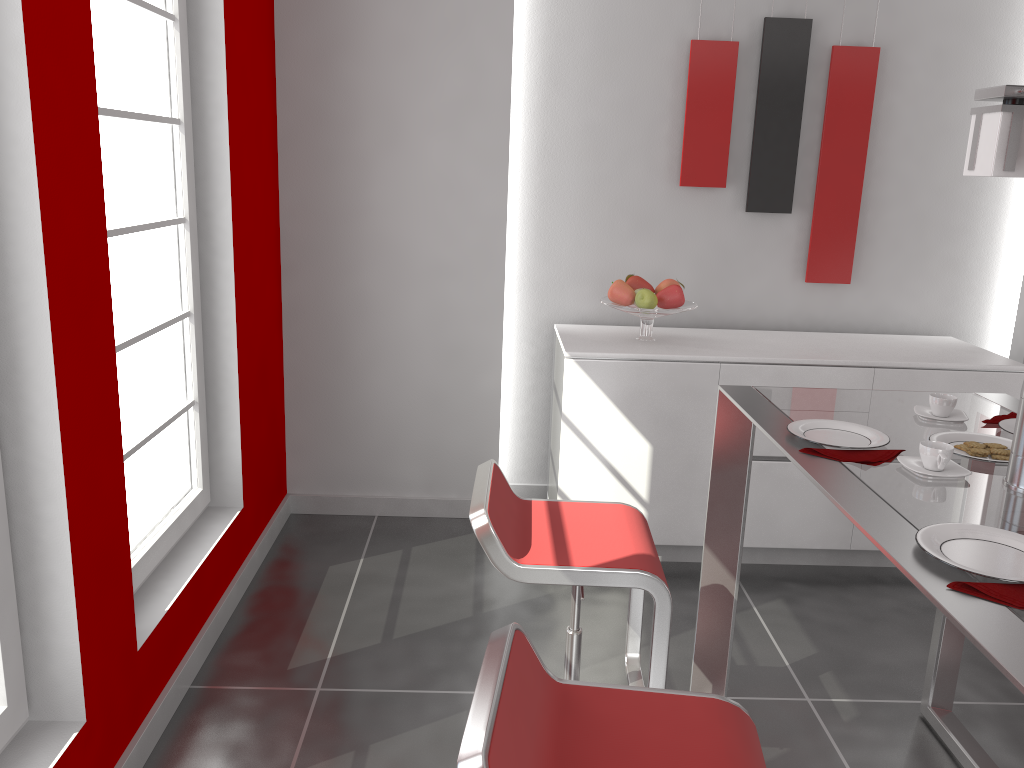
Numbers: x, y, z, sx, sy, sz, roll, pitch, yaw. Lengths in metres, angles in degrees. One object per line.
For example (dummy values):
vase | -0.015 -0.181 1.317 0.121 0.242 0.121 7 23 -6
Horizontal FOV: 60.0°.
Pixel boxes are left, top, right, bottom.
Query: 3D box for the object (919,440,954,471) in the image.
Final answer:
object | 0.837 0.146 1.759 0.062 0.049 0.078 13 17 37

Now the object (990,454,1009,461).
object | 1.026 0.153 1.862 0.036 0.006 0.034 7 15 19

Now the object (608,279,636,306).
object | 0.453 -0.375 3.642 0.117 0.105 0.096 9 16 27

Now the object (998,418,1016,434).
object | 1.238 0.116 2.038 0.217 0.015 0.217 12 17 34

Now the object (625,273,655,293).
object | 0.525 -0.408 3.735 0.117 0.129 0.150 -11 19 -43

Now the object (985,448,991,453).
object | 1.024 0.144 1.902 0.034 0.006 0.036 6 14 15

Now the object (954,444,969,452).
object | 0.981 0.138 1.919 0.034 0.006 0.036 -4 15 -22

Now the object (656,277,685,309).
object | 0.645 -0.369 3.599 0.117 0.133 0.097 -1 14 -12

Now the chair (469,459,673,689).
chair | 0.127 0.646 2.143 0.460 0.857 0.418 2 14 1

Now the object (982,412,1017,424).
object | 1.242 0.085 2.173 0.234 0.012 0.095 2 14 -1

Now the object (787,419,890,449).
object | 0.721 0.115 1.966 0.217 0.015 0.217 -5 15 -25

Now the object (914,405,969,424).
object | 1.049 0.077 2.171 0.119 0.016 0.119 7 15 18

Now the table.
table | 0.963 0.704 1.735 0.800 1.000 1.700 2 14 -2

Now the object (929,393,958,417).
object | 1.050 0.052 2.173 0.062 0.049 0.078 2 14 -2

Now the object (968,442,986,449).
object | 1.004 0.133 1.915 0.034 0.006 0.036 12 17 34

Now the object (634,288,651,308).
object | 0.538 -0.354 3.659 0.084 0.079 0.086 9 15 26

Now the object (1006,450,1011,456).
object | 1.059 0.147 1.893 0.034 0.006 0.036 2 14 -2

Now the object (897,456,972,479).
object | 0.841 0.168 1.771 0.119 0.016 0.119 1 14 -4

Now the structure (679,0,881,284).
structure | 1.143 -1.191 3.791 0.820 1.503 0.040 2 14 -2

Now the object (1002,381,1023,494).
object | 1.009 0.056 1.680 0.113 0.287 0.149 4 14 6

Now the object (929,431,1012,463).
object | 1.013 0.141 1.906 0.217 0.015 0.217 12 17 35

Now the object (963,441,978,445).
object | 1.014 0.133 1.944 0.034 0.006 0.036 -2 15 -17

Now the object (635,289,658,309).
object | 0.541 -0.336 3.530 0.100 0.086 0.083 -10 18 -41

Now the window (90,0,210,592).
window | -1.063 -0.446 2.541 0.117 2.038 0.938 2 14 -2

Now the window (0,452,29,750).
window | -1.038 -0.134 1.279 0.117 2.038 0.938 2 14 -2

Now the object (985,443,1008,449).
object | 1.047 0.134 1.917 0.036 0.006 0.034 -1 14 -13

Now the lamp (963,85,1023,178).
lamp | 1.020 -0.849 1.408 0.304 1.025 0.304 2 14 -2

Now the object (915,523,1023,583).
object | 0.739 0.263 1.368 0.217 0.015 0.217 8 15 22

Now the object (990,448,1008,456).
object | 1.032 0.143 1.879 0.034 0.006 0.036 8 15 21

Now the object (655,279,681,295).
object | 0.653 -0.394 3.728 0.097 0.101 0.121 -4 15 -22

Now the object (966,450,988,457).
object | 0.986 0.147 1.881 0.036 0.006 0.034 3 14 2

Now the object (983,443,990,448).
object | 1.051 0.136 1.936 0.034 0.006 0.036 2 14 -2

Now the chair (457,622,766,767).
chair | 0.162 0.846 1.342 0.460 0.857 0.418 4 14 6

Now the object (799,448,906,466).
object | 0.720 0.150 1.832 0.234 0.012 0.095 1 14 -3

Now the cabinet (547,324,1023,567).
cabinet | 1.082 0.257 3.811 1.802 0.880 0.610 2 14 -2

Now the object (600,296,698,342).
object | 0.558 -0.261 3.667 0.398 0.159 0.398 -10 18 -41

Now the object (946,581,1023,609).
object | 0.739 0.298 1.234 0.234 0.012 0.095 1 14 -3

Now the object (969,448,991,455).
object | 0.991 0.142 1.877 0.036 0.006 0.034 5 14 10
